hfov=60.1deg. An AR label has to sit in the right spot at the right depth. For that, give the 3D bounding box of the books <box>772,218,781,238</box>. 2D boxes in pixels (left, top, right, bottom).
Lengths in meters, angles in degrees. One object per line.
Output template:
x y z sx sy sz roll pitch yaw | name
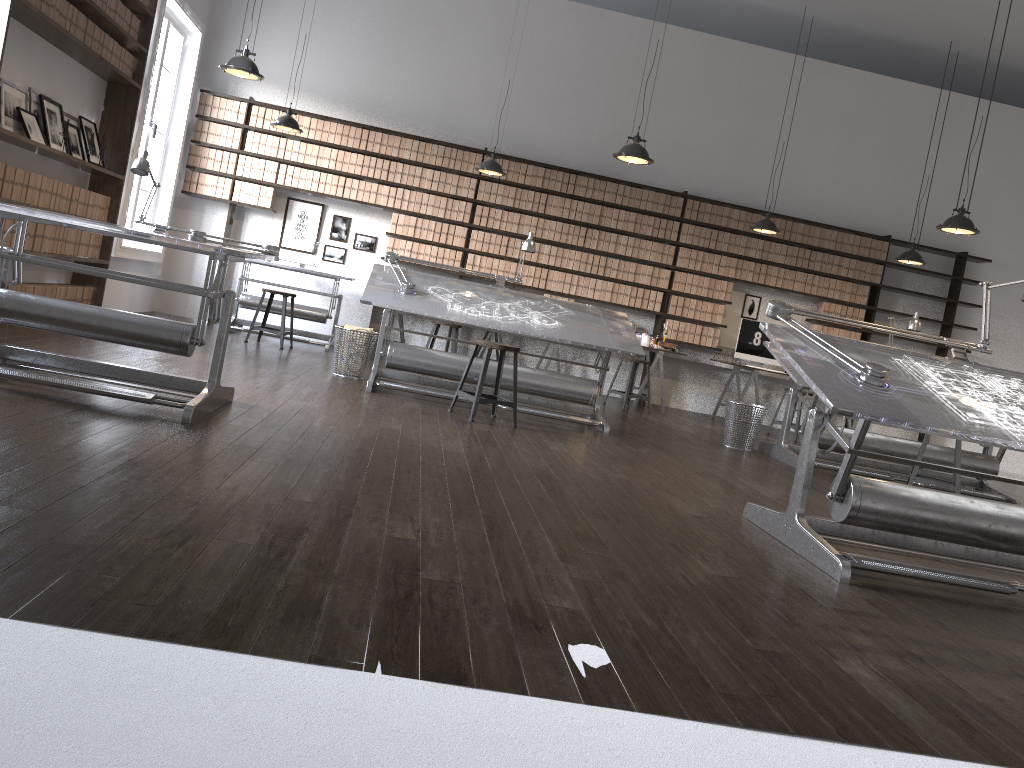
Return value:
3.021 -1.793 10.223 0.066 0.225 0.175 11 3 -7 | books

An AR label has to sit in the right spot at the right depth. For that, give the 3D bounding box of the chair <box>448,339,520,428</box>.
-0.149 -0.012 5.899 0.357 0.527 0.374 10 3 -28 | chair

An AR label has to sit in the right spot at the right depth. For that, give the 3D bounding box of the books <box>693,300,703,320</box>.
2.111 -0.848 10.177 0.066 0.225 0.175 11 3 -7 | books

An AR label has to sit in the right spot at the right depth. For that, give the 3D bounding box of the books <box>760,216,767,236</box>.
2.889 -1.817 10.204 0.066 0.225 0.175 11 3 -7 | books

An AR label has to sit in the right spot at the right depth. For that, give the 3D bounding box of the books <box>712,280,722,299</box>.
2.333 -1.086 10.188 0.066 0.225 0.175 11 3 -7 | books

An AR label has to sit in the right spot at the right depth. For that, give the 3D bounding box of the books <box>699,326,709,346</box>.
2.188 -0.552 10.199 0.066 0.225 0.175 11 3 -7 | books

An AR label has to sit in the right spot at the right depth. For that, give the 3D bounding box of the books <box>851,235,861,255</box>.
3.977 -1.613 10.326 0.066 0.225 0.175 11 3 -7 | books

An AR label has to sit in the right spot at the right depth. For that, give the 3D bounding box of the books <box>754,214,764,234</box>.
2.818 -1.831 10.200 0.066 0.225 0.175 11 3 -7 | books

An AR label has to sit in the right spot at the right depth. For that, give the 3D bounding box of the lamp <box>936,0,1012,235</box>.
3.652 -2.281 6.796 0.312 2.249 0.312 12 2 18 | lamp

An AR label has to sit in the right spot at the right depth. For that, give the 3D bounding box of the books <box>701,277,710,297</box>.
2.198 -1.110 10.167 0.067 0.225 0.175 11 3 -7 | books

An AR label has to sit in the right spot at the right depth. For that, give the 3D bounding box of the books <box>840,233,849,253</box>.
3.837 -1.640 10.317 0.066 0.225 0.175 11 3 -7 | books

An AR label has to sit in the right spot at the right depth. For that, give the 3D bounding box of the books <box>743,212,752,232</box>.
2.681 -1.856 10.187 0.066 0.225 0.175 11 3 -7 | books

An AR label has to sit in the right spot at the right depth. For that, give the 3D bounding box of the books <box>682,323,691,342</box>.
1.978 -0.591 10.173 0.066 0.225 0.175 11 3 -7 | books

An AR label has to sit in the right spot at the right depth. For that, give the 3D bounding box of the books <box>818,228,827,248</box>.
3.569 -1.690 10.285 0.066 0.225 0.175 11 3 -7 | books

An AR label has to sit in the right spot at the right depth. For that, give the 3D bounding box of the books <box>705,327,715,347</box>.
2.257 -0.538 10.202 0.066 0.225 0.175 11 3 -7 | books

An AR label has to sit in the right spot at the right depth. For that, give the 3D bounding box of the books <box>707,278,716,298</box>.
2.263 -1.099 10.180 0.066 0.225 0.175 11 3 -7 | books

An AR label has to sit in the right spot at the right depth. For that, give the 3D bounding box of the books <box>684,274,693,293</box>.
2.001 -1.148 10.146 0.067 0.225 0.175 11 3 -7 | books

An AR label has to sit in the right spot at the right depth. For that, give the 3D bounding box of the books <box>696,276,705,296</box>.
2.132 -1.123 10.165 0.066 0.225 0.175 11 3 -7 | books

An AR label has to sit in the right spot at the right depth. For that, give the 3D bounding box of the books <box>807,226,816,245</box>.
3.438 -1.714 10.272 0.066 0.225 0.175 11 3 -7 | books

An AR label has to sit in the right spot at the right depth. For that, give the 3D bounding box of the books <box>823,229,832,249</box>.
3.630 -1.678 10.290 0.066 0.225 0.175 11 3 -7 | books

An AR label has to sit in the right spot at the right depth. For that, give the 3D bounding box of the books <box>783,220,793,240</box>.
3.157 -1.767 10.236 0.067 0.225 0.175 11 3 -7 | books

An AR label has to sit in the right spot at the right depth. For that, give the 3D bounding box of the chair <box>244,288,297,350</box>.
-2.232 -0.612 8.313 0.372 0.527 0.359 11 2 2 | chair

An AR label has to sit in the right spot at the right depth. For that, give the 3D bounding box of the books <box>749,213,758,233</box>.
2.749 -1.844 10.196 0.066 0.225 0.175 11 3 -7 | books

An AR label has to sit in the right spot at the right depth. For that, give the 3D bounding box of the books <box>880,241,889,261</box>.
4.318 -1.549 10.367 0.066 0.225 0.175 11 3 -7 | books

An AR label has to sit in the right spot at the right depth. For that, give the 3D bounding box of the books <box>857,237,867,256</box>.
4.047 -1.600 10.333 0.067 0.225 0.175 11 3 -7 | books

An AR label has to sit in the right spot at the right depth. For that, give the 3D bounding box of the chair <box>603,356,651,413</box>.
1.223 0.002 9.121 0.370 0.527 0.360 9 3 -33 | chair

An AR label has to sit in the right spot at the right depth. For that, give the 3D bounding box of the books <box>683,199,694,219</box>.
1.996 -1.985 10.112 0.066 0.225 0.175 11 3 -7 | books

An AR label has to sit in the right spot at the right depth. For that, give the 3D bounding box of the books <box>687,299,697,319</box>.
2.043 -0.860 10.165 0.066 0.225 0.175 11 3 -7 | books

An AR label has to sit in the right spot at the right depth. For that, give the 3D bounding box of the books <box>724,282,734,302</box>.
2.471 -1.060 10.204 0.066 0.225 0.175 11 3 -7 | books

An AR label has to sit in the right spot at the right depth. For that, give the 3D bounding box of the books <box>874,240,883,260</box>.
4.249 -1.562 10.363 0.066 0.225 0.175 11 3 -7 | books

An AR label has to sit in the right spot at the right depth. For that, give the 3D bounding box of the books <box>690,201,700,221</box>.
2.069 -1.971 10.114 0.067 0.225 0.175 11 3 -7 | books

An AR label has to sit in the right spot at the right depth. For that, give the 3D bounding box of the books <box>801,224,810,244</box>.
3.368 -1.727 10.264 0.066 0.225 0.175 11 3 -7 | books

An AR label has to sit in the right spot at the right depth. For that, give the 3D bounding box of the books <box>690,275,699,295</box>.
2.071 -1.134 10.156 0.066 0.225 0.175 11 3 -7 | books

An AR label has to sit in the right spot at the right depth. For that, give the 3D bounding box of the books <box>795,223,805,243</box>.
3.300 -1.740 10.252 0.066 0.225 0.175 11 3 -7 | books

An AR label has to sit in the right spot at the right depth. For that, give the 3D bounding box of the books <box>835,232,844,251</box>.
3.769 -1.652 10.308 0.066 0.225 0.175 11 3 -7 | books

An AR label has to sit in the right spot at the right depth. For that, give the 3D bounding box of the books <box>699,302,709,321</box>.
2.180 -0.835 10.184 0.066 0.225 0.175 11 3 -7 | books

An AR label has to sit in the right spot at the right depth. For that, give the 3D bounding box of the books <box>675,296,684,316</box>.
1.900 -0.887 10.148 0.067 0.225 0.175 11 3 -7 | books

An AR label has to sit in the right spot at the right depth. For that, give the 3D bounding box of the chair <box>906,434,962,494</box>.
3.005 0.579 6.258 0.373 0.527 0.358 12 3 22 | chair

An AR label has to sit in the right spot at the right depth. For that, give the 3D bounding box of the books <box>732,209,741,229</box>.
2.542 -1.882 10.169 0.066 0.225 0.175 11 3 -7 | books

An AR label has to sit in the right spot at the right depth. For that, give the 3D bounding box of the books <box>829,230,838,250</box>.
3.701 -1.665 10.296 0.067 0.225 0.175 11 3 -7 | books

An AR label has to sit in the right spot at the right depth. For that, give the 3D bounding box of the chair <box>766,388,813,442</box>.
2.989 0.331 9.344 0.357 0.527 0.374 9 3 -38 | chair

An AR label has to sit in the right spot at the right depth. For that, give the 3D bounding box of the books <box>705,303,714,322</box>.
2.247 -0.822 10.186 0.067 0.225 0.175 11 3 -7 | books

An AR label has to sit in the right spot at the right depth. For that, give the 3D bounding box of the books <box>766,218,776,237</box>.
2.959 -1.804 10.212 0.067 0.225 0.175 11 3 -7 | books

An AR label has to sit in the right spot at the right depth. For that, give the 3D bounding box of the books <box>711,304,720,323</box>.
2.312 -0.810 10.198 0.066 0.225 0.175 11 3 -7 | books

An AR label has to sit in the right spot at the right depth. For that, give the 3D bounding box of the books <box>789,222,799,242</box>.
3.230 -1.753 10.249 0.066 0.225 0.175 11 3 -7 | books

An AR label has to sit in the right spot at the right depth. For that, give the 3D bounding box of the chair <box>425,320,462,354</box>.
-0.710 -0.366 8.975 0.372 0.527 0.359 11 2 2 | chair

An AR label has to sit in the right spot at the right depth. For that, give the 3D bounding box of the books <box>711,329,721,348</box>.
2.326 -0.526 10.214 0.066 0.225 0.175 11 3 -7 | books

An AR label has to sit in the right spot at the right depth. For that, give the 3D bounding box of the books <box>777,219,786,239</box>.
3.084 -1.781 10.233 0.066 0.225 0.175 11 3 -7 | books

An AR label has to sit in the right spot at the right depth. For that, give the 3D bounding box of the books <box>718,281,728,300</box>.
2.402 -1.072 10.192 0.066 0.225 0.175 11 3 -7 | books

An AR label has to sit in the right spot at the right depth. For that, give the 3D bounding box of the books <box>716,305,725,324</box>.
2.373 -0.798 10.203 0.066 0.225 0.175 11 3 -7 | books

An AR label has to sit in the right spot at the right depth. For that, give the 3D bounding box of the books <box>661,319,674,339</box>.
1.775 -0.629 10.150 0.066 0.225 0.175 11 3 -7 | books

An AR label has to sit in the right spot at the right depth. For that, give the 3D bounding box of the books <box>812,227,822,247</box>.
3.504 -1.701 10.273 0.067 0.225 0.175 11 3 -7 | books

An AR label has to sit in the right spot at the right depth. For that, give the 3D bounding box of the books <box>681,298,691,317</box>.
1.973 -0.874 10.162 0.066 0.225 0.175 11 3 -7 | books

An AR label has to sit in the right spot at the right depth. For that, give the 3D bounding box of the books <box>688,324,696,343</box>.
2.042 -0.579 10.183 0.066 0.225 0.175 11 3 -7 | books

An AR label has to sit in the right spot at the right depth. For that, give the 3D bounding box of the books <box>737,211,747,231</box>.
2.613 -1.869 10.175 0.067 0.225 0.175 11 3 -7 | books

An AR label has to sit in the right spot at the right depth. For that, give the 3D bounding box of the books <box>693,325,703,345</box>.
2.115 -0.565 10.185 0.067 0.225 0.175 11 3 -7 | books
